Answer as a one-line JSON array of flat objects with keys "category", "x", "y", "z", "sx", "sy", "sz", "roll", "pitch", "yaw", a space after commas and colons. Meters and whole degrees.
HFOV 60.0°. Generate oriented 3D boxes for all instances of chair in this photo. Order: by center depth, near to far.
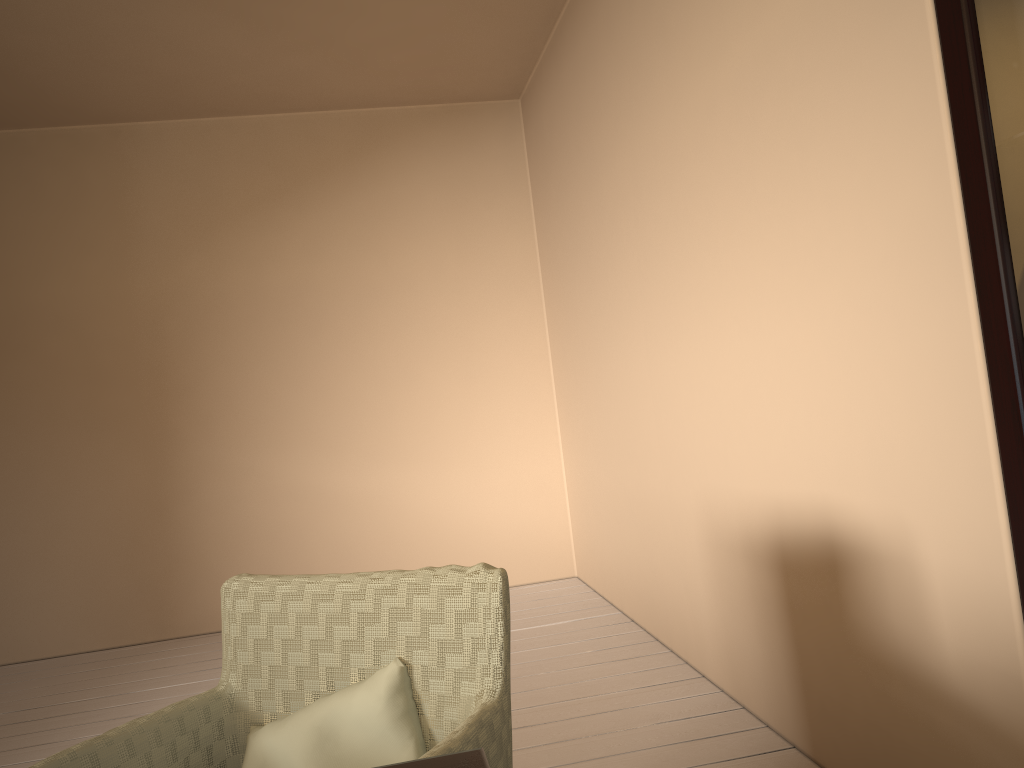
[{"category": "chair", "x": -0.302, "y": 0.698, "z": 1.173, "sx": 0.562, "sy": 0.802, "sz": 0.561, "roll": -8, "pitch": -2, "yaw": 27}]

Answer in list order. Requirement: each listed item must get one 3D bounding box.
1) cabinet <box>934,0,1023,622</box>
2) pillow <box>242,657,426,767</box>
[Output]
[{"category": "cabinet", "x": 1.319, "y": -0.155, "z": 0.364, "sx": 0.888, "sy": 1.843, "sz": 2.484, "roll": -6, "pitch": -2, "yaw": -9}, {"category": "pillow", "x": -0.262, "y": 0.563, "z": 1.274, "sx": 0.316, "sy": 0.295, "sz": 0.247, "roll": -7, "pitch": -2, "yaw": 3}]
